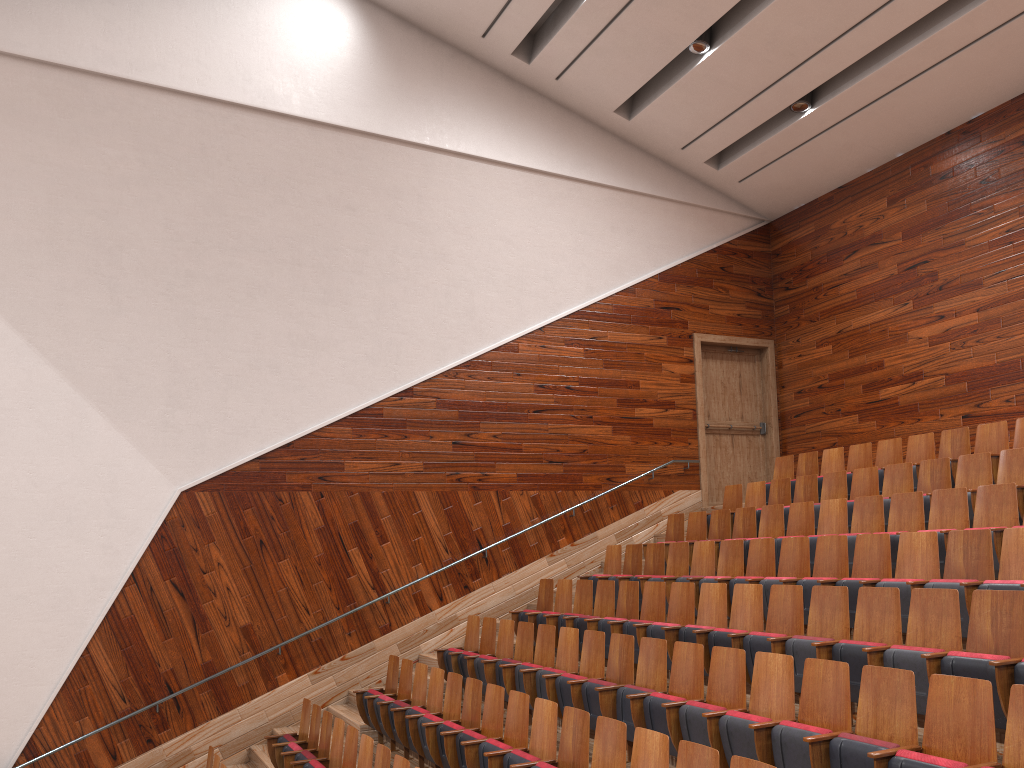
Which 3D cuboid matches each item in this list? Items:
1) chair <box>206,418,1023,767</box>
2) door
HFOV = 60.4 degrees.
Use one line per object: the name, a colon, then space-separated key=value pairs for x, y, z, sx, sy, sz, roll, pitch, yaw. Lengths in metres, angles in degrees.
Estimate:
chair: x=0.230 y=0.144 z=0.351 sx=0.771 sy=0.368 sz=1.201 roll=2 pitch=-11 yaw=-25
door: x=0.309 y=0.055 z=1.226 sx=0.140 sy=0.237 sz=0.024 roll=0 pitch=-4 yaw=-26
